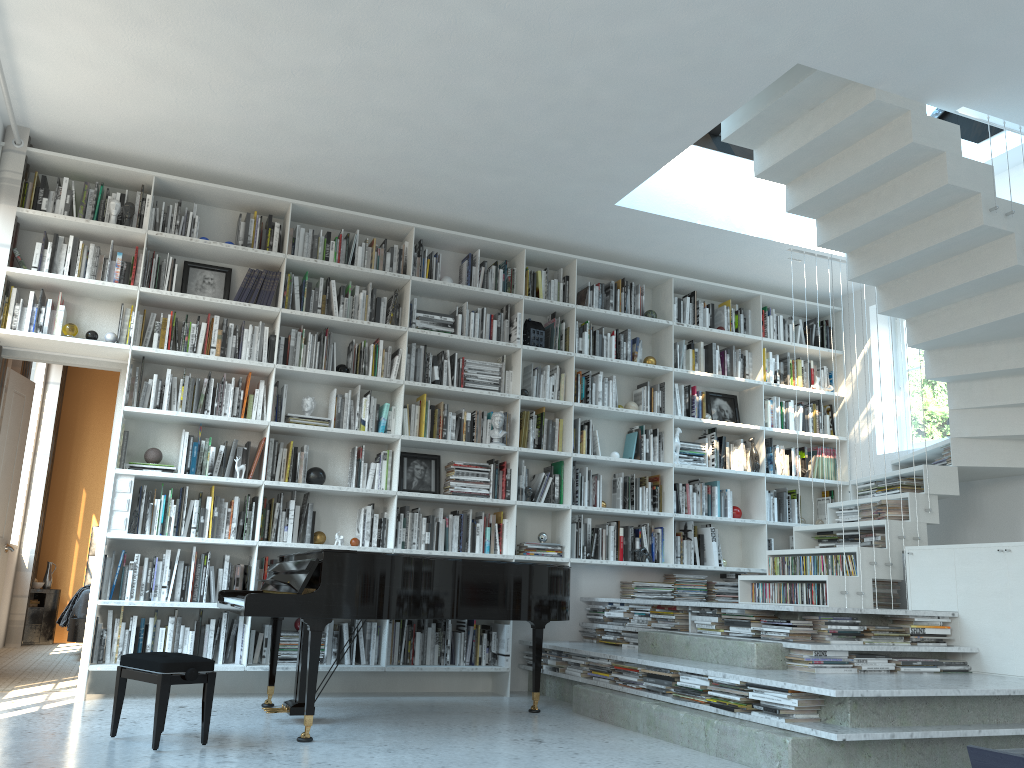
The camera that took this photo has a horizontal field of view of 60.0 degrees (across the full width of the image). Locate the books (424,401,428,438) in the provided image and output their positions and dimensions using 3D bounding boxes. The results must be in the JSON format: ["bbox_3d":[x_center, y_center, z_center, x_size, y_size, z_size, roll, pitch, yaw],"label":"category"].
[{"bbox_3d":[-0.618,0.265,6.076,0.015,0.266,0.189,7,-14,-22],"label":"books"}]

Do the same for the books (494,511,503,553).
[{"bbox_3d":[-0.101,1.043,6.175,0.011,0.299,0.149,7,-14,-22],"label":"books"}]

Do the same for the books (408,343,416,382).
[{"bbox_3d":[-0.712,-0.117,6.138,0.026,0.296,0.179,7,-14,-22],"label":"books"}]

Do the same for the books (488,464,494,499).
[{"bbox_3d":[-0.169,0.696,6.207,0.012,0.253,0.161,7,-14,-22],"label":"books"}]

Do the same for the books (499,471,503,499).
[{"bbox_3d":[-0.105,0.726,6.242,0.021,0.217,0.132,7,-14,-22],"label":"books"}]

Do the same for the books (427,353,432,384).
[{"bbox_3d":[-0.600,-0.079,6.180,0.014,0.249,0.173,7,-14,-22],"label":"books"}]

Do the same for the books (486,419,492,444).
[{"bbox_3d":[-0.189,0.361,6.273,0.035,0.201,0.149,7,-14,-22],"label":"books"}]

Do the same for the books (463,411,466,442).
[{"bbox_3d":[-0.359,0.321,6.202,0.010,0.233,0.175,7,-14,-22],"label":"books"}]

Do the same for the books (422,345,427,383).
[{"bbox_3d":[-0.633,-0.108,6.173,0.011,0.299,0.180,7,-14,-22],"label":"books"}]

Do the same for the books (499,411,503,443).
[{"bbox_3d":[-0.098,0.338,6.328,0.025,0.278,0.108,7,-14,-22],"label":"books"}]

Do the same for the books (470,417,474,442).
[{"bbox_3d":[-0.311,0.342,6.208,0.029,0.200,0.178,7,-14,-22],"label":"books"}]

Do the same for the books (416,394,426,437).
[{"bbox_3d":[-0.630,0.239,6.077,0.014,0.316,0.188,7,-14,-22],"label":"books"}]

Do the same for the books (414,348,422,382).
[{"bbox_3d":[-0.673,-0.099,6.143,0.025,0.265,0.185,7,-14,-22],"label":"books"}]

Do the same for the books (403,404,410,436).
[{"bbox_3d":[-0.729,0.269,6.059,0.042,0.241,0.162,7,-14,-22],"label":"books"}]

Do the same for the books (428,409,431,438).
[{"bbox_3d":[-0.597,0.296,6.120,0.024,0.228,0.148,7,-14,-22],"label":"books"}]

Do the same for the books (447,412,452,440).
[{"bbox_3d":[-0.461,0.316,6.159,0.024,0.216,0.175,7,-14,-22],"label":"books"}]

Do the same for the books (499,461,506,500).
[{"bbox_3d":[-0.083,0.694,6.239,0.011,0.279,0.186,7,-14,-22],"label":"books"}]

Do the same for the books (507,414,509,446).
[{"bbox_3d":[-0.052,0.352,6.348,0.023,0.264,0.107,7,-14,-22],"label":"books"}]

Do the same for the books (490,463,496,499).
[{"bbox_3d":[-0.157,0.694,6.210,0.011,0.260,0.184,7,-14,-22],"label":"books"}]

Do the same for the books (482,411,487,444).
[{"bbox_3d":[-0.216,0.330,6.270,0.024,0.258,0.127,7,-14,-22],"label":"books"}]

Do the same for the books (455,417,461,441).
[{"bbox_3d":[-0.405,0.336,6.194,0.050,0.198,0.146,7,-14,-22],"label":"books"}]

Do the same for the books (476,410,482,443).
[{"bbox_3d":[-0.254,0.323,6.244,0.025,0.258,0.151,7,-14,-22],"label":"books"}]

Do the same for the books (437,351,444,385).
[{"bbox_3d":[-0.514,-0.083,6.227,0.022,0.284,0.131,7,-14,-22],"label":"books"}]

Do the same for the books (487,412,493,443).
[{"bbox_3d":[-0.169,0.336,6.296,0.014,0.262,0.135,7,-14,-22],"label":"books"}]

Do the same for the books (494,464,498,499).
[{"bbox_3d":[-0.140,0.701,6.228,0.013,0.255,0.163,7,-14,-22],"label":"books"}]

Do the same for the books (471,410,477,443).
[{"bbox_3d":[-0.288,0.321,6.211,0.012,0.244,0.186,7,-14,-22],"label":"books"}]

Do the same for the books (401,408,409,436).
[{"bbox_3d":[-0.742,0.281,6.038,0.053,0.208,0.156,7,-14,-22],"label":"books"}]

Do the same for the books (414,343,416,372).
[{"bbox_3d":[-0.700,-0.119,6.164,0.014,0.312,0.134,7,-14,-22],"label":"books"}]

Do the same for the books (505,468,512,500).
[{"bbox_3d":[-0.059,0.719,6.233,0.034,0.229,0.200,7,-14,-22],"label":"books"}]

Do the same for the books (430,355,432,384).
[{"bbox_3d":[-0.589,-0.072,6.185,0.011,0.239,0.148,7,-14,-22],"label":"books"}]

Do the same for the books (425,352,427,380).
[{"bbox_3d":[-0.625,-0.082,6.174,0.011,0.251,0.153,7,-14,-22],"label":"books"}]

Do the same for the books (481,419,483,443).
[{"bbox_3d":[-0.240,0.354,6.262,0.022,0.206,0.114,7,-14,-22],"label":"books"}]

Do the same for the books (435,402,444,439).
[{"bbox_3d":[-0.513,0.277,6.145,0.013,0.283,0.177,7,-14,-22],"label":"books"}]

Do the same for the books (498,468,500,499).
[{"bbox_3d":[-0.121,0.717,6.239,0.013,0.232,0.134,7,-14,-22],"label":"books"}]

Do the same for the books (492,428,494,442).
[{"bbox_3d":[-0.157,0.365,6.290,0.012,0.205,0.146,7,-14,-22],"label":"books"}]

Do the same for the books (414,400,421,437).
[{"bbox_3d":[-0.659,0.262,6.108,0.010,0.283,0.137,7,-14,-22],"label":"books"}]

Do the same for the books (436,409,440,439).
[{"bbox_3d":[-0.534,0.299,6.139,0.025,0.235,0.137,7,-14,-22],"label":"books"}]

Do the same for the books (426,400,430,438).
[{"bbox_3d":[-0.603,0.264,6.099,0.010,0.280,0.171,7,-14,-22],"label":"books"}]

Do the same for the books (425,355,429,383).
[{"bbox_3d":[-0.615,-0.072,6.177,0.014,0.232,0.147,7,-14,-22],"label":"books"}]

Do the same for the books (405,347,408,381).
[{"bbox_3d":[-0.762,-0.109,6.117,0.026,0.266,0.171,7,-14,-22],"label":"books"}]

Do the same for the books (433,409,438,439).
[{"bbox_3d":[-0.549,0.299,6.125,0.012,0.227,0.170,7,-14,-22],"label":"books"}]

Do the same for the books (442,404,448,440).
[{"bbox_3d":[-0.489,0.284,6.138,0.028,0.267,0.190,7,-14,-22],"label":"books"}]

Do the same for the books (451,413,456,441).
[{"bbox_3d":[-0.437,0.321,6.170,0.030,0.214,0.169,7,-14,-22],"label":"books"}]

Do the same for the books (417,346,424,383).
[{"bbox_3d":[-0.655,-0.106,6.172,0.029,0.294,0.151,7,-14,-22],"label":"books"}]

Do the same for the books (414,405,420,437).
[{"bbox_3d":[-0.673,0.279,6.084,0.029,0.239,0.156,7,-14,-22],"label":"books"}]

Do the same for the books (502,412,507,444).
[{"bbox_3d":[-0.074,0.343,6.319,0.014,0.265,0.154,7,-14,-22],"label":"books"}]

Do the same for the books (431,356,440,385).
[{"bbox_3d":[-0.551,-0.067,6.194,0.066,0.236,0.154,7,-14,-22],"label":"books"}]

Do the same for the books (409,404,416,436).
[{"bbox_3d":[-0.701,0.272,6.080,0.026,0.247,0.139,7,-14,-22],"label":"books"}]

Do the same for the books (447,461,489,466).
[{"bbox_3d":[-0.308,0.560,6.176,0.254,0.012,0.161,7,-14,-18],"label":"books"}]

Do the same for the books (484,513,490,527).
[{"bbox_3d":[-0.188,1.042,6.148,0.010,0.283,0.132,7,-14,-22],"label":"books"}]

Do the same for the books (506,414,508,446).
[{"bbox_3d":[-0.066,0.350,6.334,0.014,0.260,0.137,7,-14,-22],"label":"books"}]

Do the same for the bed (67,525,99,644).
[{"bbox_3d":[-3.131,1.935,8.403,1.771,1.177,2.178,8,-14,-22],"label":"bed"}]

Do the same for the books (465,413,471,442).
[{"bbox_3d":[-0.337,0.326,6.198,0.029,0.223,0.186,7,-14,-22],"label":"books"}]

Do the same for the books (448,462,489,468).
[{"bbox_3d":[-0.310,0.573,6.176,0.254,0.012,0.161,8,-15,-25],"label":"books"}]

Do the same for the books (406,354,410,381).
[{"bbox_3d":[-0.744,-0.084,6.137,0.027,0.228,0.147,7,-14,-22],"label":"books"}]

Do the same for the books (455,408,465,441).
[{"bbox_3d":[-0.371,0.309,6.204,0.014,0.258,0.162,7,-14,-22],"label":"books"}]

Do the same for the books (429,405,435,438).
[{"bbox_3d":[-0.575,0.285,6.139,0.028,0.258,0.134,7,-14,-22],"label":"books"}]

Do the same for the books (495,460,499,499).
[{"bbox_3d":[-0.128,0.687,6.235,0.011,0.287,0.152,7,-14,-22],"label":"books"}]
